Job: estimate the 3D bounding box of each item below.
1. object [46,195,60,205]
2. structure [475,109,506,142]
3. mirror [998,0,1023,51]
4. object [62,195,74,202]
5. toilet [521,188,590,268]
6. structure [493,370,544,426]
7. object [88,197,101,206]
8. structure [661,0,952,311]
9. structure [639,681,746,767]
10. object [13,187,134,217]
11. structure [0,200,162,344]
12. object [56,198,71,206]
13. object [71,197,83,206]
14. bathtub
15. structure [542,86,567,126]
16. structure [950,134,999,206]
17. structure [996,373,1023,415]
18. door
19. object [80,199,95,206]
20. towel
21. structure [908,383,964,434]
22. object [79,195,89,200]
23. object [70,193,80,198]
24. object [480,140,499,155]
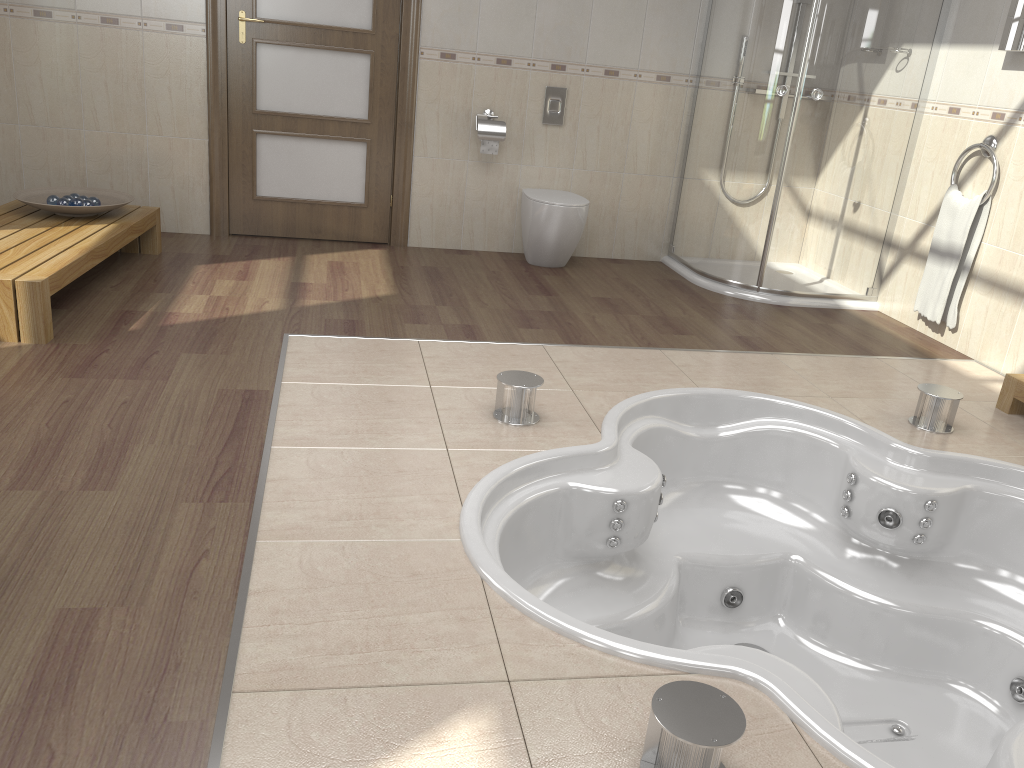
[{"bbox_3d":[-2.036,-0.810,3.942,0.060,0.060,0.060,1,21,-12],"label":"object"},{"bbox_3d":[-0.115,-1.403,4.806,0.170,0.151,0.154,2,21,-12],"label":"structure"},{"bbox_3d":[2.437,-1.060,2.043,0.005,0.600,3.600,2,21,-12],"label":"mirror"},{"bbox_3d":[-1.996,-0.820,3.990,0.060,0.060,0.060,1,21,-12],"label":"object"},{"bbox_3d":[0.216,-0.845,4.893,0.337,0.388,0.519,2,21,-12],"label":"toilet"},{"bbox_3d":[0.020,0.044,2.810,0.150,0.131,0.150,24,27,40],"label":"structure"},{"bbox_3d":[-1.885,-0.814,3.995,0.060,0.060,0.060,1,21,-12],"label":"object"},{"bbox_3d":[1.517,-1.457,4.698,0.900,1.917,0.900,2,21,-12],"label":"structure"},{"bbox_3d":[0.291,0.584,1.437,0.150,0.131,0.150,3,20,-7],"label":"structure"},{"bbox_3d":[-1.957,-0.805,3.978,0.487,0.076,0.487,19,24,31],"label":"object"},{"bbox_3d":[-1.953,-0.513,3.619,0.620,0.220,1.450,3,20,-7],"label":"structure"},{"bbox_3d":[-1.980,-0.793,3.917,0.060,0.060,0.060,1,21,-12],"label":"object"},{"bbox_3d":[-1.938,-0.803,3.962,0.060,0.060,0.060,1,21,-12],"label":"object"},{"bbox_3d":[0.852,0.691,2.409,1.754,0.674,1.751,18,24,30],"label":"bathtub"},{"bbox_3d":[0.235,-1.536,4.901,0.120,0.200,0.010,2,21,-12],"label":"structure"},{"bbox_3d":[2.087,-0.951,3.978,0.051,0.332,0.291,2,21,-12],"label":"structure"},{"bbox_3d":[2.102,0.259,2.816,0.260,0.140,1.280,2,21,-12],"label":"structure"},{"bbox_3d":[-1.025,-1.758,4.595,0.861,2.026,0.102,1,21,-14],"label":"door"},{"bbox_3d":[-1.885,-0.790,3.936,0.060,0.060,0.060,1,21,-12],"label":"object"},{"bbox_3d":[2.029,-0.592,4.099,0.083,0.635,0.280,2,21,-11],"label":"towel"},{"bbox_3d":[1.488,0.086,3.116,0.150,0.131,0.150,-2,22,-21],"label":"structure"},{"bbox_3d":[-1.941,-0.825,4.020,0.060,0.060,0.060,1,21,-12],"label":"object"},{"bbox_3d":[-1.994,-0.841,4.048,0.060,0.060,0.060,1,21,-12],"label":"object"},{"bbox_3d":[-0.124,-1.327,4.808,0.098,0.151,0.090,2,21,-12],"label":"object"}]
